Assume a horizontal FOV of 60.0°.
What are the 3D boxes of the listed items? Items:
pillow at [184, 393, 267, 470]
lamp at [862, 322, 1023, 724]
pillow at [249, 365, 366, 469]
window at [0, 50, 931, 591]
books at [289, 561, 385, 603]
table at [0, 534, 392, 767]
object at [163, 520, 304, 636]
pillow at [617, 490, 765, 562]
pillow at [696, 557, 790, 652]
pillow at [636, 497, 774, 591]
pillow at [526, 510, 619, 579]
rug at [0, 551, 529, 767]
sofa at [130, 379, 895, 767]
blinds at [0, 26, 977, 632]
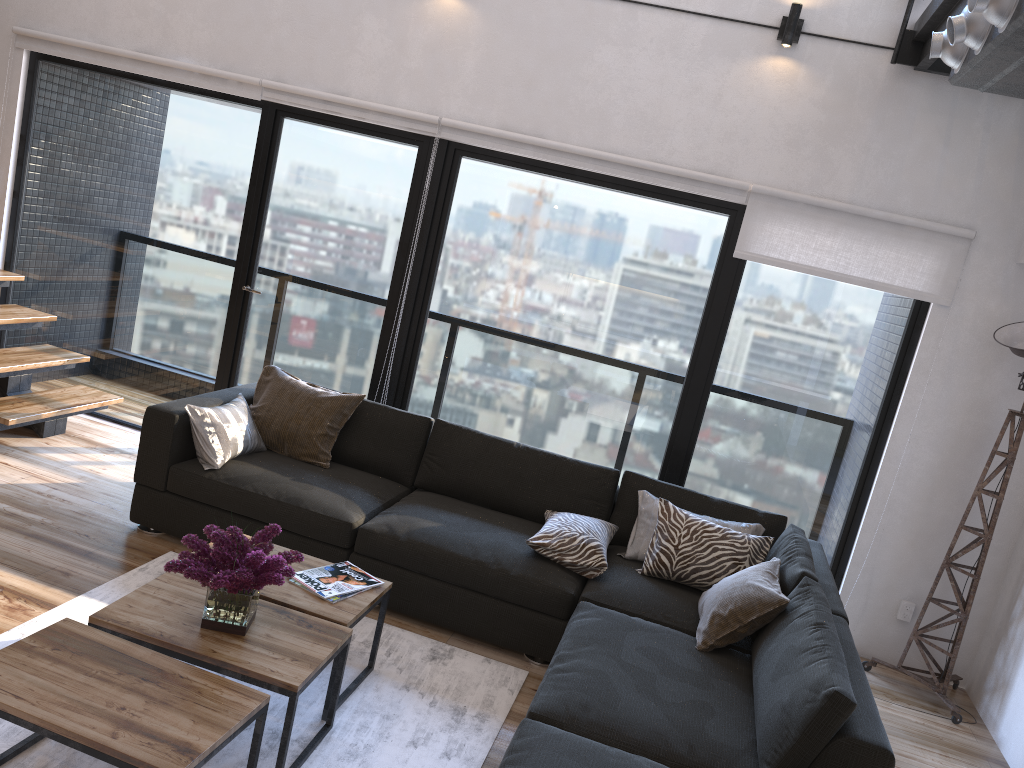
[{"bbox_3d":[-1.314,0.218,4.113,0.212,0.266,0.498,15,10,12],"label":"pillow"},{"bbox_3d":[1.693,0.506,3.968,1.468,1.832,0.424,13,10,-3],"label":"lamp"},{"bbox_3d":[-1.078,0.155,4.397,0.609,0.383,0.264,15,10,12],"label":"pillow"},{"bbox_3d":[-0.842,-1.663,2.959,13.387,5.582,5.653,15,10,11],"label":"window"},{"bbox_3d":[-0.611,0.688,3.101,0.228,0.013,0.295,19,11,32],"label":"books"},{"bbox_3d":[-0.910,0.882,2.675,0.697,0.351,1.296,15,10,12],"label":"table"},{"bbox_3d":[-0.809,0.552,2.628,0.341,0.344,0.374,16,10,13],"label":"object"},{"bbox_3d":[0.807,0.713,3.982,0.611,0.295,0.234,15,10,12],"label":"pillow"},{"bbox_3d":[0.874,0.838,3.400,0.273,0.310,0.546,15,10,11],"label":"pillow"},{"bbox_3d":[0.836,0.726,3.815,0.531,0.315,0.250,16,11,15],"label":"pillow"},{"bbox_3d":[0.272,0.685,3.919,0.355,0.178,0.530,15,10,9],"label":"pillow"},{"bbox_3d":[-0.952,1.056,2.669,1.635,0.003,2.109,15,10,11],"label":"rug"},{"bbox_3d":[-0.336,0.756,3.137,3.041,0.702,2.993,15,10,11],"label":"sofa"},{"bbox_3d":[-0.577,-0.399,4.775,5.365,2.049,0.095,15,11,11],"label":"blinds"}]
